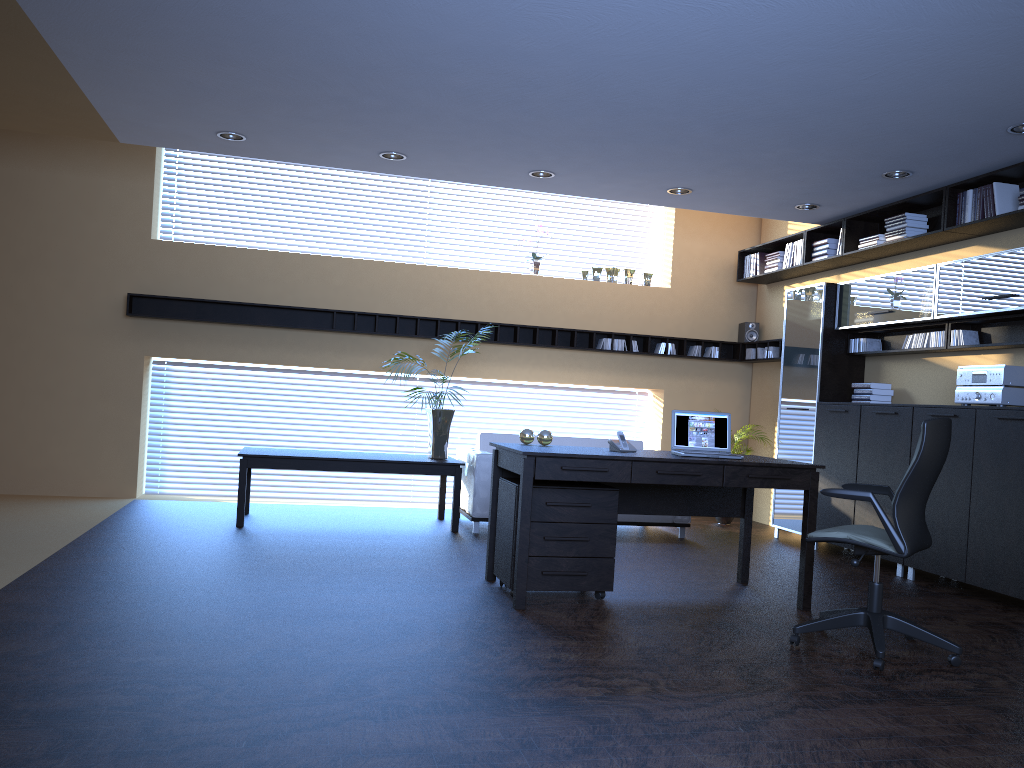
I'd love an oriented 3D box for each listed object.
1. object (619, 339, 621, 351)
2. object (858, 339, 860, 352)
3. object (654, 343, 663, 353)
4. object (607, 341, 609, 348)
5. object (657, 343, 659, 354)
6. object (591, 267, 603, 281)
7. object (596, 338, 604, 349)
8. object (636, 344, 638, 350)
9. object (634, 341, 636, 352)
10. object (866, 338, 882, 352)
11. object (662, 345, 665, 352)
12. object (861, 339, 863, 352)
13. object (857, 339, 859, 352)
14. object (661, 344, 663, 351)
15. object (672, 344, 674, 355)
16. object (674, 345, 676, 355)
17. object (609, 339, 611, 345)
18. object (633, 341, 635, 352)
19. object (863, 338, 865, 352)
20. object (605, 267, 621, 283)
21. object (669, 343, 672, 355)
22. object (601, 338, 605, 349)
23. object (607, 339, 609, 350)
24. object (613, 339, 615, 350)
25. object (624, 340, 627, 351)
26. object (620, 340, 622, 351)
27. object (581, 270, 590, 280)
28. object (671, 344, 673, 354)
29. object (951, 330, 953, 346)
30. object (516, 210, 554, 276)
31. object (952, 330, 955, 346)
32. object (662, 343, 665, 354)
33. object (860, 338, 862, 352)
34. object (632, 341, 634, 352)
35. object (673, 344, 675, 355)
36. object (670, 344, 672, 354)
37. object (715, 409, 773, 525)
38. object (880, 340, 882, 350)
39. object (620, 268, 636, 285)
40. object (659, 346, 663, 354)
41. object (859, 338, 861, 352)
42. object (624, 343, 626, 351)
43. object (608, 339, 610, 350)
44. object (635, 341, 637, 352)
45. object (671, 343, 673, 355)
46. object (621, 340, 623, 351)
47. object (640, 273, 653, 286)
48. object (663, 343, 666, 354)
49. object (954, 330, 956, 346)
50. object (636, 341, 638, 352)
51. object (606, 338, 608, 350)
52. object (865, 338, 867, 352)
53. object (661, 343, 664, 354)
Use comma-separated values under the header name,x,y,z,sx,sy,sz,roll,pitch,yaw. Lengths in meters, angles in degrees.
name,x,y,z,sx,sy,sz,roll,pitch,yaw
object,1.155,-0.422,9.668,0.009,0.120,0.142,3,0,-13
object,3.140,-0.338,7.865,0.142,0.120,0.009,4,0,-14
object,1.612,-0.391,9.778,0.040,0.118,0.142,3,0,-14
object,1.021,-0.430,9.639,0.009,0.120,0.142,3,0,-14
object,1.612,-0.391,9.780,0.041,0.122,0.142,3,0,-14
object,0.937,-1.204,9.796,0.133,0.160,0.126,3,0,7
object,0.958,-0.433,9.621,0.040,0.118,0.142,3,0,-14
object,1.345,-0.408,9.713,0.036,0.116,0.140,3,0,-13
object,1.319,-0.411,9.709,0.030,0.120,0.142,3,0,-13
object,3.166,-0.337,7.761,0.142,0.118,0.040,4,0,-14
object,1.645,-0.390,9.793,0.030,0.120,0.142,3,0,-14
object,3.153,-0.338,7.826,0.142,0.120,0.009,4,0,-14
object,3.140,-0.338,7.885,0.142,0.120,0.009,4,0,-13
object,1.626,-0.391,9.784,0.026,0.117,0.140,3,0,-13
object,1.751,-0.383,9.810,0.030,0.120,0.142,3,0,-14
object,1.775,-0.380,9.818,0.040,0.118,0.142,3,0,-14
object,1.040,-0.429,9.644,0.009,0.120,0.142,3,0,-13
object,1.310,-0.411,9.704,0.030,0.120,0.142,3,0,-13
object,3.158,-0.338,7.795,0.142,0.120,0.030,4,0,-14
object,1.111,-1.199,9.841,0.137,0.173,0.144,3,0,37
object,1.729,-0.384,9.810,0.030,0.124,0.142,3,0,-14
object,0.982,-0.433,9.625,0.009,0.120,0.142,3,0,-13
object,1.021,-0.430,9.636,0.006,0.118,0.140,3,0,-13
object,1.084,-0.426,9.654,0.009,0.120,0.142,3,0,-13
object,1.218,-0.416,9.685,0.040,0.118,0.142,3,0,-13
object,1.165,-0.421,9.670,0.009,0.120,0.142,3,0,-14
object,0.808,-1.189,9.766,0.089,0.113,0.094,3,0,22
object,1.741,-0.384,9.805,0.030,0.120,0.142,3,0,-14
object,3.404,-0.344,6.746,0.140,0.118,0.006,4,0,-14
object,0.302,-1.514,9.641,0.437,0.695,0.351,3,0,-34
object,3.410,-0.344,6.727,0.142,0.120,0.009,4,0,-13
object,1.645,-0.390,9.791,0.026,0.117,0.140,3,0,-13
object,3.147,-0.338,7.835,0.142,0.120,0.009,4,0,-14
object,1.300,-0.412,9.701,0.030,0.120,0.142,3,0,-14
object,1.762,-0.382,9.809,0.026,0.117,0.140,3,0,-14
object,1.731,-0.384,9.806,0.030,0.120,0.142,3,0,-13
object,2.334,0.878,9.428,0.840,1.241,0.689,3,0,20
object,3.172,-0.337,7.762,0.140,0.116,0.036,4,0,-14
object,1.285,-1.188,9.879,0.144,0.173,0.137,4,0,-23
object,1.626,-0.391,9.786,0.030,0.120,0.142,3,0,-14
object,3.143,-0.338,7.855,0.142,0.120,0.009,4,0,-13
object,1.217,-0.416,9.687,0.041,0.122,0.142,3,0,-14
object,1.029,-0.430,9.645,0.009,0.120,0.142,3,0,-14
object,1.329,-0.410,9.713,0.026,0.117,0.140,3,0,-14
object,1.739,-0.383,9.810,0.030,0.124,0.142,3,0,-14
object,1.175,-0.420,9.671,0.009,0.120,0.142,3,0,-14
object,1.506,-1.162,9.933,0.124,0.149,0.117,3,0,-13
object,1.655,-0.389,9.795,0.030,0.120,0.142,3,0,-14
object,3.417,-0.344,6.719,0.142,0.120,0.009,4,0,-13
object,1.344,-0.408,9.714,0.040,0.118,0.142,3,0,-14
object,1.011,-0.431,9.633,0.009,0.120,0.142,3,0,-13
object,3.159,-0.338,7.775,0.142,0.120,0.030,4,0,-13
object,1.636,-0.390,9.786,0.030,0.120,0.142,3,0,-13
